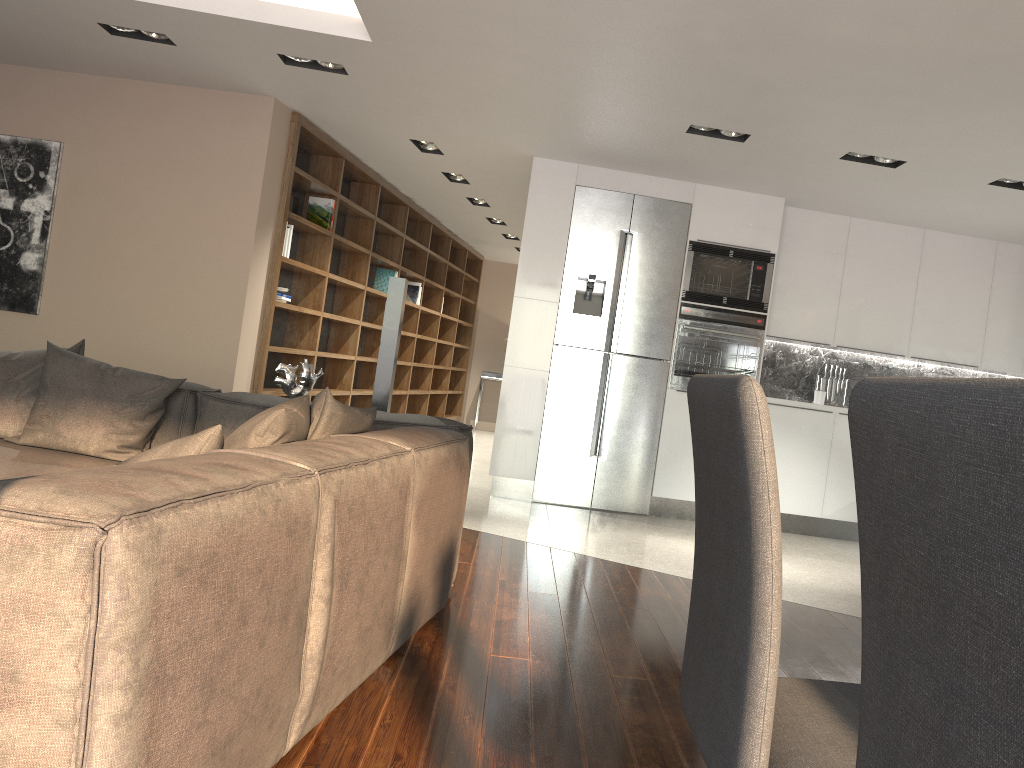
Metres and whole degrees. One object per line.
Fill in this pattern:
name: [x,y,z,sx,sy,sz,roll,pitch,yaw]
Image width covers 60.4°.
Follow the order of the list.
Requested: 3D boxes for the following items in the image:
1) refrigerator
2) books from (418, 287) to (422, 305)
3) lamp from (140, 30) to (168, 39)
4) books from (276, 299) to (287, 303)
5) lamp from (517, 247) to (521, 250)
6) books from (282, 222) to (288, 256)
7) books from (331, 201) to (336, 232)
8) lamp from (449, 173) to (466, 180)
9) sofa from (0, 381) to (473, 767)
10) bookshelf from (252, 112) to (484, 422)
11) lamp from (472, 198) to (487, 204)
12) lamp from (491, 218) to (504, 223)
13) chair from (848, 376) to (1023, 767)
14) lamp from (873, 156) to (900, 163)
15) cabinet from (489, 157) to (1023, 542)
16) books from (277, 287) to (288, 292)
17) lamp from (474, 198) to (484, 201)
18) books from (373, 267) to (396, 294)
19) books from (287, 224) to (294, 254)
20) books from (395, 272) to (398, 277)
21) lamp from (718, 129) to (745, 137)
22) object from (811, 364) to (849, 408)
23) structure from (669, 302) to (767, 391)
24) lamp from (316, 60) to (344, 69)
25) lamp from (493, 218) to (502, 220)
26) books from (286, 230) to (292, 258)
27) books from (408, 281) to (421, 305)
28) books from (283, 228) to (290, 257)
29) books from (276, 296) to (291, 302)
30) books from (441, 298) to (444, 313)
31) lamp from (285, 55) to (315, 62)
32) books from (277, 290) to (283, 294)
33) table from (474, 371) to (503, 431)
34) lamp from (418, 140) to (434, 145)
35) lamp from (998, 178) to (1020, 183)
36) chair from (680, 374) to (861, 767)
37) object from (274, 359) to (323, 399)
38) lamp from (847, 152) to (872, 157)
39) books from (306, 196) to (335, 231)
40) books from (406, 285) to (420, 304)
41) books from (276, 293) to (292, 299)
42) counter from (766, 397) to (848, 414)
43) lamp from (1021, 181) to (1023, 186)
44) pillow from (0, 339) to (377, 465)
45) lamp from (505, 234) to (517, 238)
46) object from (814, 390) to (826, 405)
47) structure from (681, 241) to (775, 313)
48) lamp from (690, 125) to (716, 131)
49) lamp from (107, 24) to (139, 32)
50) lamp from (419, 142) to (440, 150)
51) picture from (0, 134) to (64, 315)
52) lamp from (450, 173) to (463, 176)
refrigerator: [0.744,-0.243,6.768,0.881,2.343,0.578,8,0,-4]
books: [-1.091,-0.986,9.777,0.153,0.205,0.021,8,-1,4]
lamp: [-2.004,-1.989,4.934,0.180,0.077,0.174,8,1,-8]
books: [-1.735,-0.609,6.412,0.161,0.022,0.197,8,1,-22]
lamp: [0.160,-1.784,11.521,0.175,0.077,0.179,8,1,7]
books: [-1.680,-1.032,6.181,0.173,0.244,0.019,8,-1,4]
books: [-1.509,-1.349,7.020,0.176,0.251,0.024,8,-1,4]
lamp: [-0.460,-1.813,7.660,0.167,0.077,0.186,9,1,43]
sofa: [-1.653,0.309,2.501,2.706,0.704,2.513,8,1,7]
bookshelf: [-1.253,-0.640,9.349,0.287,2.490,6.624,8,1,9]
lamp: [-0.304,-1.806,8.623,0.175,0.077,0.179,8,1,7]
lamp: [-0.147,-1.798,9.595,0.175,0.077,0.179,8,1,7]
chair: [0.490,0.511,0.575,0.577,0.965,0.424,8,0,-3]
lamp: [2.289,-1.391,5.356,0.183,0.077,0.170,8,1,-20]
cabinet: [2.167,-0.077,3.798,4.479,2.501,6.875,8,1,-1]
books: [-1.722,-0.693,6.413,0.161,0.020,0.197,8,1,-22]
lamp: [-0.333,-1.807,8.444,0.177,0.077,0.176,8,1,0]
books: [-1.277,-1.024,8.788,0.199,0.260,0.014,8,-1,4]
books: [-1.678,-1.034,6.338,0.173,0.244,0.019,8,-1,4]
books: [-1.254,-1.014,8.807,0.192,0.245,0.028,8,-1,5]
lamp: [1.324,-1.526,5.260,0.183,0.077,0.170,8,1,-20]
object: [2.563,0.013,7.049,0.292,0.336,0.060,8,-1,-1]
structure: [1.542,-0.244,6.828,0.670,0.651,0.645,8,0,-3]
lamp: [-1.035,-1.854,5.030,0.186,0.077,0.168,8,1,-38]
lamp: [-0.176,-1.800,9.416,0.177,0.077,0.176,8,1,0]
books: [-1.666,-1.014,6.318,0.153,0.205,0.021,8,-1,4]
books: [-1.104,-1.005,9.713,0.173,0.244,0.019,8,-1,4]
books: [-1.667,-1.013,6.246,0.153,0.205,0.021,8,-1,4]
books: [-1.728,-0.629,6.394,0.176,0.019,0.242,8,1,-2]
books: [-0.928,-0.979,10.853,0.153,0.205,0.021,8,-1,4]
lamp: [-1.215,-1.879,5.012,0.176,0.077,0.177,8,1,3]
books: [-1.779,-0.680,6.392,0.147,0.023,0.222,8,1,5]
table: [0.219,0.335,12.846,1.443,0.866,0.442,8,0,-5]
lamp: [-0.644,-1.822,6.514,0.167,0.077,0.186,9,1,42]
lamp: [3.072,-1.282,5.432,0.185,0.077,0.169,8,1,-27]
chair: [0.497,0.502,1.272,0.577,0.965,0.424,8,0,-3]
object: [-0.987,0.023,4.119,0.299,0.288,0.270,8,0,-33]
lamp: [2.109,-1.416,5.338,0.178,0.077,0.175,8,1,-3]
books: [-1.521,-1.347,6.964,0.191,0.248,0.043,8,-1,5]
books: [-1.108,-0.986,9.692,0.153,0.205,0.022,8,-1,5]
books: [-1.732,-0.651,6.398,0.160,0.023,0.235,8,1,9]
counter: [3.019,0.293,5.318,2.711,0.041,4.003,8,1,-1]
lamp: [3.252,-1.257,5.450,0.185,0.077,0.168,8,1,-32]
pillow: [-1.087,0.127,2.943,1.113,0.431,1.991,7,1,-40]
lamp: [0.009,-1.791,10.560,0.175,0.077,0.179,8,1,7]
object: [2.432,0.106,6.954,0.097,0.117,0.087,8,0,-44]
structure: [1.621,-0.804,6.880,0.666,0.450,0.608,8,0,-3]
lamp: [1.144,-1.551,5.242,0.178,0.077,0.175,8,1,-3]
lamp: [-2.183,-2.014,4.916,0.176,0.077,0.177,8,1,3]
lamp: [-0.615,-1.820,6.693,0.167,0.077,0.186,9,1,43]
picture: [-3.454,-1.090,5.900,0.746,1.166,0.029,8,-1,4]
lamp: [-0.489,-1.814,7.481,0.167,0.077,0.186,9,1,42]
